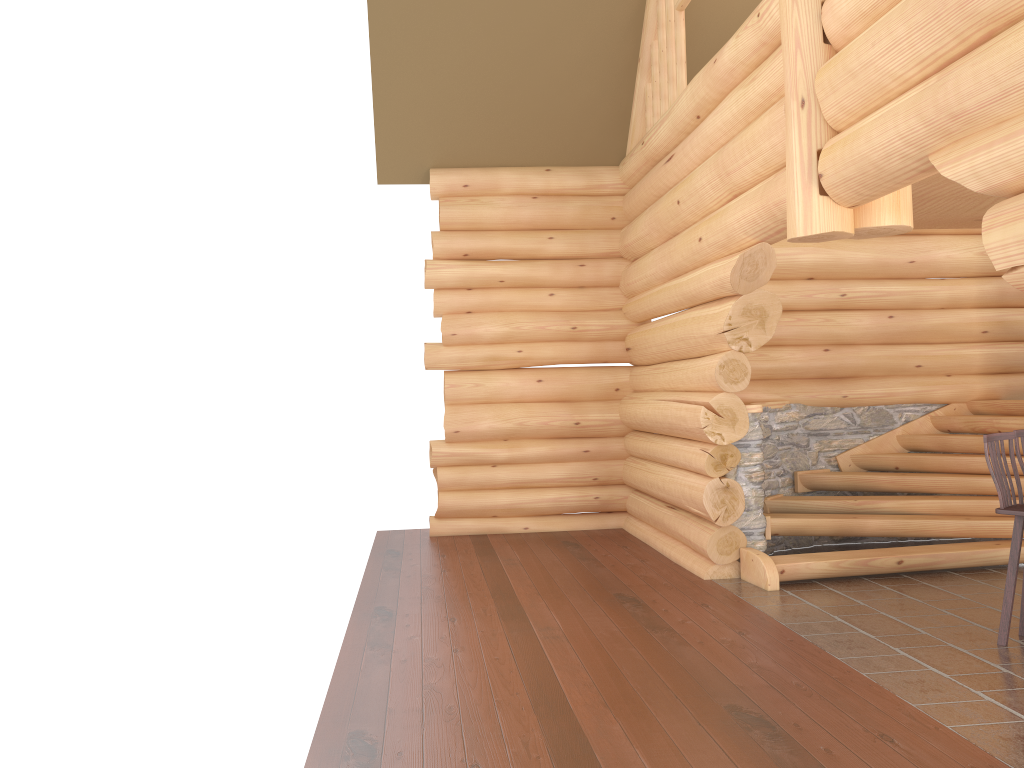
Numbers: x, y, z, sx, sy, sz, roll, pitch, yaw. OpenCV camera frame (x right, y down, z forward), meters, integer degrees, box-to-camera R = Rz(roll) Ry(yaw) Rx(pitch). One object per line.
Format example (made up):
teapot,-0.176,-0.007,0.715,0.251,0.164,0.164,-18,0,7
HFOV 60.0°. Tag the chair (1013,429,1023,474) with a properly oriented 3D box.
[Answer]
chair,3.678,0.962,5.865,0.406,1.319,0.504,-1,-1,-26

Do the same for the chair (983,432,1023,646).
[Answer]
chair,3.281,0.971,5.526,0.406,1.319,0.504,-1,-1,-38

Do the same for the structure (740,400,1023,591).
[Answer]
structure,3.618,0.836,8.543,3.604,1.643,1.951,-2,-1,-12
